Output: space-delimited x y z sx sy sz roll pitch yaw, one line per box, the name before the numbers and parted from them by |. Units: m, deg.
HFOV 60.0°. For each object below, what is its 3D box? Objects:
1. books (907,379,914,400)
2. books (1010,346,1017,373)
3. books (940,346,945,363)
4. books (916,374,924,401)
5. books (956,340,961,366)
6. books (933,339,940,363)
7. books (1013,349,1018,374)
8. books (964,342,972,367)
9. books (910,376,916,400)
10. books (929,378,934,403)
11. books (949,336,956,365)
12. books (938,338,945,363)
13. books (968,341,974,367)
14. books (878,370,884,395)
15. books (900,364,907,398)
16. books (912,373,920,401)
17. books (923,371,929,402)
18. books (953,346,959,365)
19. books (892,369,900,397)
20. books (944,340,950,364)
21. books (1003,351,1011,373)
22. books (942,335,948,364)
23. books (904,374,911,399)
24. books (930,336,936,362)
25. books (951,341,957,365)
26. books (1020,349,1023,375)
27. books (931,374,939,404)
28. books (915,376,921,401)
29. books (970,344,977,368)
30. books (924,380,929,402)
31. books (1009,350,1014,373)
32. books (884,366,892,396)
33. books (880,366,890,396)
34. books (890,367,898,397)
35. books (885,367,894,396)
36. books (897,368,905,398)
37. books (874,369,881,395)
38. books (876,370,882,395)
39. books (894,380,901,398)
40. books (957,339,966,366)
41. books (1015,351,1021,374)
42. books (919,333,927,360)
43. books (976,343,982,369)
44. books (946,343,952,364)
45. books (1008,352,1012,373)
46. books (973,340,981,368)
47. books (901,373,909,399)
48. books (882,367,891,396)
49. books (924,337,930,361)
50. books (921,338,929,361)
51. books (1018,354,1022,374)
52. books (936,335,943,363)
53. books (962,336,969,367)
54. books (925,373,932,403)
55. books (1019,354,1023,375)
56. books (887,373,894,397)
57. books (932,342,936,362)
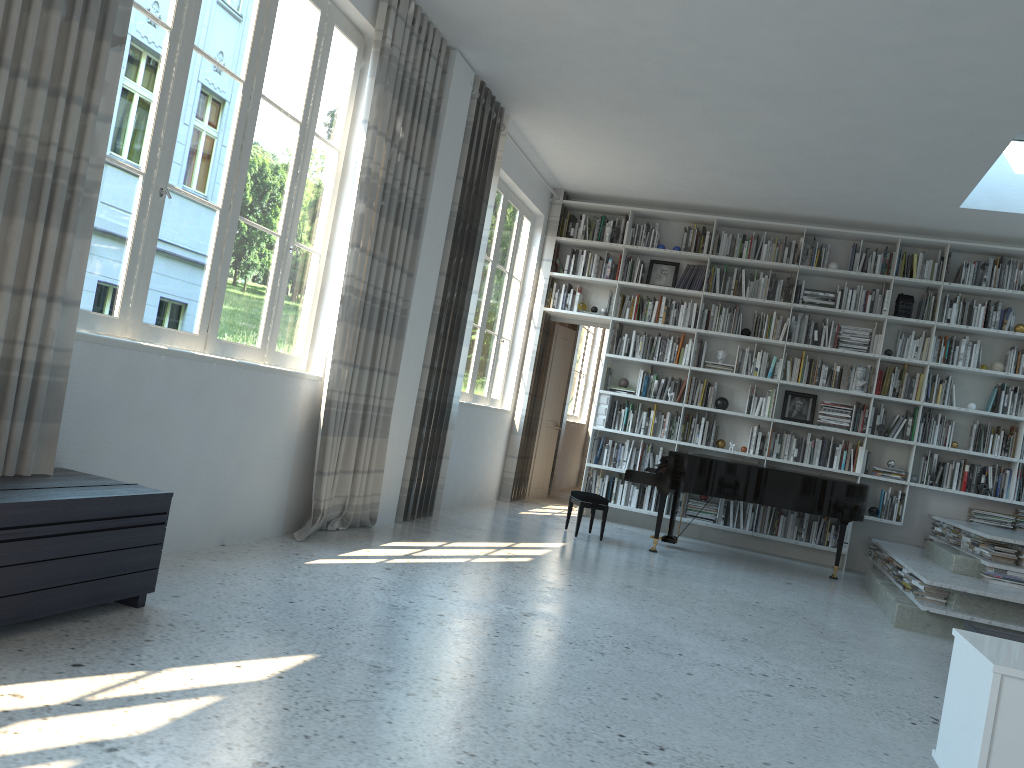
books | 3.674 0.060 8.219 0.034 0.204 0.181 10 -1 16
books | 4.511 -0.205 8.009 0.015 0.267 0.164 10 -1 16
books | 3.957 -0.253 8.181 0.021 0.179 0.136 10 -1 16
books | 3.770 0.044 8.220 0.033 0.268 0.142 10 -1 16
books | 4.086 -0.271 8.146 0.011 0.257 0.131 10 -1 16
books | 3.914 -0.292 8.205 0.030 0.242 0.138 10 -1 16
books | 4.526 -0.190 8.016 0.016 0.243 0.151 10 -1 16
books | 4.153 -0.254 8.112 0.025 0.244 0.183 10 -1 16
books | 3.707 0.048 8.231 0.028 0.239 0.145 10 -1 16
books | 3.859 0.071 8.193 0.007 0.244 0.145 10 -1 16
books | 4.026 -0.293 8.142 0.014 0.280 0.177 10 -1 16
books | 3.943 -0.291 8.175 0.014 0.247 0.176 10 -1 16
books | 4.183 -0.257 8.124 0.024 0.262 0.133 10 -1 16
books | 3.453 0.002 8.323 0.013 0.247 0.176 10 -1 16
books | 3.627 -0.016 8.251 0.021 0.337 0.169 10 -1 16
books | 3.730 0.038 8.219 0.032 0.266 0.143 10 -1 16
books | 3.809 0.024 8.186 0.006 0.318 0.164 10 -1 16
books | 4.062 -0.243 8.144 0.025 0.194 0.171 10 -1 16
books | 3.572 0.006 8.284 0.035 0.278 0.139 10 -1 16
books | 3.990 -0.277 8.170 0.013 0.236 0.157 10 -1 16
books | 4.481 -0.186 8.035 0.015 0.220 0.140 10 -1 16
books | 3.987 -0.301 8.193 0.014 0.284 0.135 10 -1 16
books | 3.652 0.037 8.218 0.027 0.242 0.189 10 -1 16
books | 3.868 -0.305 8.194 0.028 0.251 0.190 10 -1 16
books | 4.041 -0.269 8.143 0.022 0.237 0.164 10 -1 16
books | 4.589 -0.187 7.982 0.016 0.257 0.176 10 -1 16
books | 3.874 0.055 8.153 0.013 0.279 0.192 10 -1 16
books | 3.750 0.051 8.228 0.019 0.247 0.149 10 -1 16
books | 4.198 -0.240 8.104 0.021 0.232 0.183 10 -1 16
books | 3.814 0.075 8.195 0.015 0.220 0.155 10 -1 16
books | 4.498 -0.189 8.024 0.012 0.232 0.154 10 -1 16
books | 3.501 -0.014 8.278 0.035 0.293 0.145 10 -1 16
books | 3.478 -0.018 8.290 0.035 0.293 0.145 10 -1 16
books | 3.549 -0.007 8.267 0.019 0.294 0.164 10 -1 16
books | 3.517 -0.011 8.289 0.035 0.293 0.145 10 -1 16
books | 3.606 0.003 8.236 0.019 0.293 0.182 10 -1 16
books | 3.421 -0.009 8.322 0.015 0.255 0.150 10 -1 16
books | 3.435 0.000 8.316 0.014 0.244 0.145 10 -1 16
books | 3.588 0.058 8.278 0.030 0.181 0.131 10 -1 16
books | 4.100 -0.272 8.117 0.030 0.263 0.182 10 -1 16
books | 4.551 -0.178 8.009 0.016 0.228 0.160 10 -1 16
books | 3.798 -0.329 8.224 0.025 0.277 0.173 10 -1 16
books | 4.261 -0.239 8.098 0.034 0.254 0.161 10 -1 16
books | 4.007 -0.263 8.166 0.026 0.216 0.161 10 -1 16
books | 4.488 -0.177 8.028 0.005 0.205 0.154 10 -1 16
books | 4.220 -0.257 8.087 0.024 0.272 0.169 10 -1 16
books | 3.638 0.029 8.248 0.033 0.253 0.175 10 -1 16
books | 3.493 -0.015 8.296 0.035 0.293 0.145 10 -1 16
books | 3.828 -0.304 8.213 0.026 0.238 0.173 10 -1 16
books | 3.805 -0.304 8.203 0.028 0.229 0.177 10 -1 16
books | 4.565 -0.164 8.010 0.012 0.206 0.137 10 -1 16
books | 3.937 -0.307 8.195 0.014 0.278 0.154 10 -1 16
books | 4.137 -0.282 8.134 0.027 0.295 0.159 10 -1 16
books | 3.837 0.045 8.181 0.035 0.287 0.191 10 -1 16
books | 4.573 -0.161 7.995 0.013 0.202 0.173 10 -1 16
books | 3.528 0.021 8.274 0.015 0.231 0.180 10 -1 16
books | 3.892 -0.279 8.215 0.013 0.210 0.140 10 -1 16
